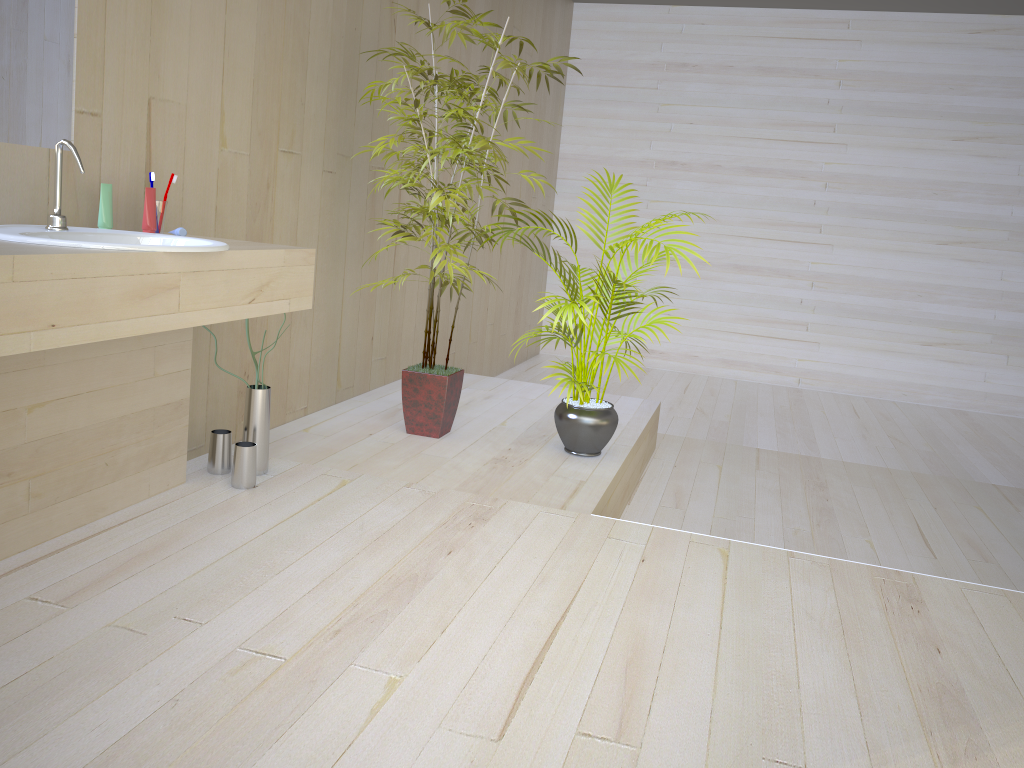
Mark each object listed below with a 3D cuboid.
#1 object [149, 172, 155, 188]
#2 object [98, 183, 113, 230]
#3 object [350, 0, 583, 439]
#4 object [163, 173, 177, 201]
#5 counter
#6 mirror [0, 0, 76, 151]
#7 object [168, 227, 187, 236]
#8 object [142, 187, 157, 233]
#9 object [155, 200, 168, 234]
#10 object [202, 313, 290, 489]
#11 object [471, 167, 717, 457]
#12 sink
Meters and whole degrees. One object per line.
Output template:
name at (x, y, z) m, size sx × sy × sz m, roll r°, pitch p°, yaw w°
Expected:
object at (-1.033, -0.522, 2.555) m, size 0.054 × 0.174 × 0.012 m, roll 12°, pitch 10°, yaw 40°
object at (-1.091, -0.470, 2.378) m, size 0.039 × 0.134 × 0.039 m, roll 0°, pitch 9°, yaw -33°
object at (-0.323, -0.662, 3.600) m, size 0.791 × 1.743 × 0.937 m, roll 12°, pitch 10°, yaw 39°
object at (-0.997, -0.522, 2.561) m, size 0.050 × 0.176 × 0.012 m, roll 0°, pitch 9°, yaw -36°
counter at (-1.034, 0.050, 2.119) m, size 0.551 × 0.784 × 1.213 m, roll 8°, pitch 10°, yaw 15°
mirror at (-1.222, -0.988, 1.974) m, size 0.023 × 0.861 × 0.657 m, roll 7°, pitch 9°, yaw 15°
object at (-0.946, -0.432, 2.509) m, size 0.032 × 0.029 × 0.105 m, roll -1°, pitch 12°, yaw -34°
object at (-1.002, -0.475, 2.450) m, size 0.039 × 0.134 × 0.039 m, roll 0°, pitch 9°, yaw -33°
object at (-1.025, -0.479, 2.549) m, size 0.058 × 0.099 × 0.059 m, roll 9°, pitch 9°, yaw 25°
object at (-0.946, -0.065, 2.857) m, size 0.407 × 0.743 × 0.276 m, roll 6°, pitch 8°, yaw 3°
object at (0.379, -0.284, 3.483) m, size 0.751 × 1.148 × 0.923 m, roll -2°, pitch 11°, yaw -41°
sink at (-0.941, -0.355, 2.086) m, size 0.505 × 0.416 × 0.577 m, roll 8°, pitch 10°, yaw 18°
